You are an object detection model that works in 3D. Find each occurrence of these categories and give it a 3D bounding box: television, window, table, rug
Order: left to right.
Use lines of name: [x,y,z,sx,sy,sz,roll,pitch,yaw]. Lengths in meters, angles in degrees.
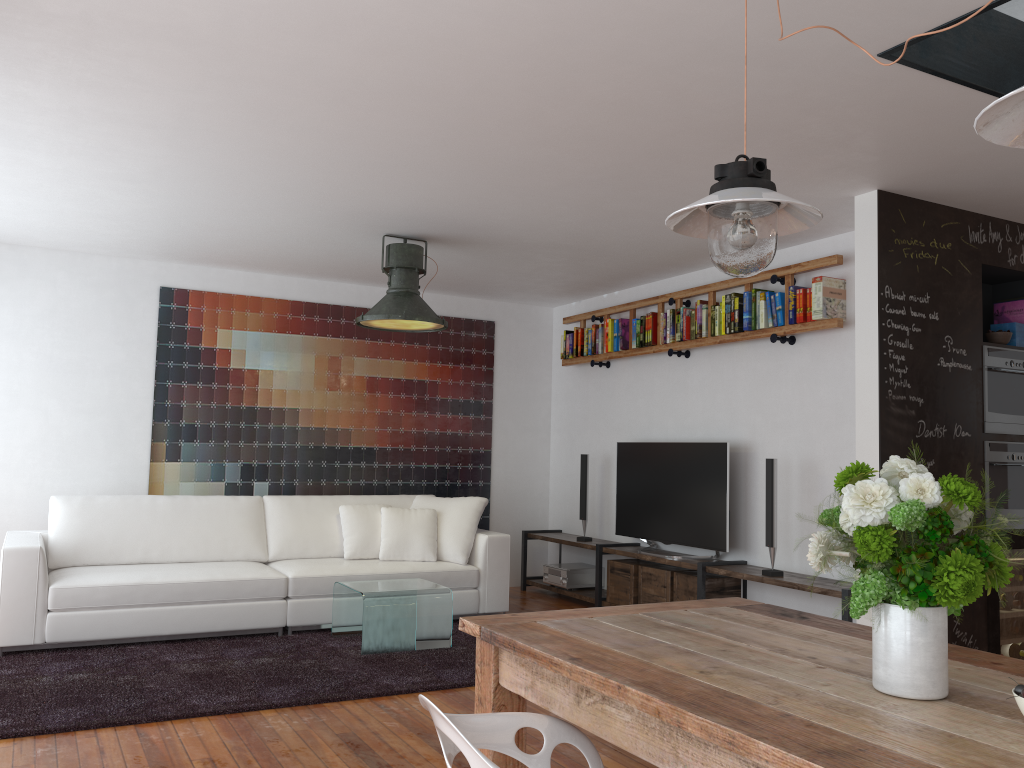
rug: [-1.149,1.519,4.986,3.193,0.019,1.895,4,-5,-28]
table: [-0.727,1.379,5.336,0.551,0.337,0.565,4,-5,-28]
television: [1.108,0.804,6.230,0.298,0.786,1.230,4,-5,-28]
table: [0.725,0.949,1.685,0.969,0.735,1.910,4,-5,-28]
window: [2.532,-1.406,2.117,1.546,0.035,2.700,4,-5,-28]

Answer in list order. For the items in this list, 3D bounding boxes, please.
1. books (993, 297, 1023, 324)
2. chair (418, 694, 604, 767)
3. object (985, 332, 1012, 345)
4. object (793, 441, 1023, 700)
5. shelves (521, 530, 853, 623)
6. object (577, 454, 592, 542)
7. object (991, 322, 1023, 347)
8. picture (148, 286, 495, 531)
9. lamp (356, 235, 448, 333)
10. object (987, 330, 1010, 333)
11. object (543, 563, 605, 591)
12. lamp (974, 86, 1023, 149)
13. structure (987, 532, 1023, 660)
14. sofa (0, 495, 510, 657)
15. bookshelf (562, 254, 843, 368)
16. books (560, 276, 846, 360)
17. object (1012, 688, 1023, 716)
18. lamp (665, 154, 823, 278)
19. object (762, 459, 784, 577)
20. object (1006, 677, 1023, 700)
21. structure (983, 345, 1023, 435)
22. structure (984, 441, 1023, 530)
books: [2.875,-0.336,5.052,0.152,0.303,0.230,4,-5,-28]
chair: [0.070,0.941,1.684,0.505,0.710,0.577,3,-5,-23]
object: [2.656,-0.241,4.840,0.132,0.069,0.132,1,-5,5]
object: [0.773,0.345,1.723,0.432,0.476,0.371,0,-5,13]
shelves: [1.086,1.426,6.182,0.414,0.506,3.473,4,-5,-28]
object: [0.585,0.906,7.079,0.089,0.687,0.089,6,-6,-43]
object: [2.765,-0.264,4.943,0.110,0.136,0.136,5,-5,-35]
picture: [-1.396,0.430,7.087,2.770,2.136,0.007,4,-5,-28]
lamp: [-0.679,-0.640,5.559,0.572,0.561,0.572,3,-5,-23]
object: [2.662,-0.276,4.835,0.116,0.042,0.077,3,-5,-15]
object: [0.503,1.566,7.218,0.400,0.170,0.350,4,-5,-29]
lamp: [0.960,-0.460,1.440,0.372,0.306,0.372,0,-5,23]
structure: [2.725,1.173,4.690,0.582,0.763,0.081,4,-5,-28]
sofa: [-1.596,1.160,5.860,3.086,0.842,0.987,4,-5,-28]
bookshelf: [1.205,-0.422,6.389,0.161,0.465,2.983,4,-5,-28]
books: [2.081,-1.334,5.384,0.733,1.974,5.671,5,-6,-39]
object: [0.846,0.518,1.349,0.146,0.079,0.146,3,-5,-20]
lamp: [0.564,-0.412,2.171,0.372,0.306,0.372,4,-5,-34]
object: [1.547,0.788,5.261,0.089,0.687,0.089,3,-5,-18]
object: [0.847,0.468,1.352,0.141,0.095,0.159,6,-6,-43]
structure: [2.751,0.043,4.786,0.585,0.462,0.052,4,-5,-28]
structure: [2.738,0.544,4.746,0.585,0.462,0.052,4,-5,-28]
